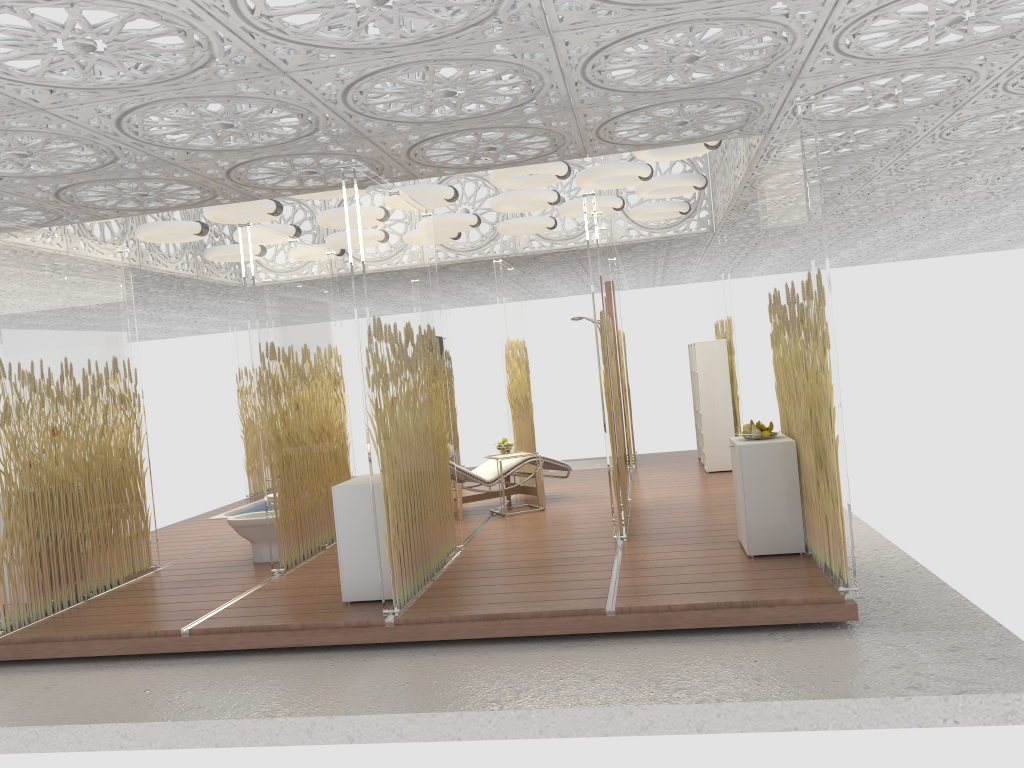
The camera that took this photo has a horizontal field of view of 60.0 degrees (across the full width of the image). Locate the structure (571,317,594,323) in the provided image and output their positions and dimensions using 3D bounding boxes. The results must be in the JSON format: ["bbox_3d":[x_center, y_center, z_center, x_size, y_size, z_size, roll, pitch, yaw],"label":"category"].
[{"bbox_3d":[1.180,-0.139,11.804,0.624,2.402,0.433,-5,1,-5],"label":"structure"}]

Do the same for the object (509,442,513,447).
[{"bbox_3d":[-0.015,0.584,8.474,0.055,0.048,0.054,-5,1,2],"label":"object"}]

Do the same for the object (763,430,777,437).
[{"bbox_3d":[1.736,0.311,5.990,0.035,0.092,0.194,-6,1,-22],"label":"object"}]

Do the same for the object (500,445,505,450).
[{"bbox_3d":[-0.090,0.600,8.416,0.047,0.045,0.047,-5,1,13],"label":"object"}]

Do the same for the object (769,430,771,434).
[{"bbox_3d":[1.707,0.314,5.977,0.030,0.090,0.195,-5,1,-7],"label":"object"}]

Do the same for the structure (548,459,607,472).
[{"bbox_3d":[0.976,1.104,11.944,0.879,0.039,1.053,-5,1,9],"label":"structure"}]

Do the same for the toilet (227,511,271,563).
[{"bbox_3d":[-1.999,1.180,7.206,0.611,0.506,0.401,-5,1,9],"label":"toilet"}]

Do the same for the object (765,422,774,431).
[{"bbox_3d":[1.727,0.286,5.987,0.051,0.079,0.186,-5,1,-13],"label":"object"}]

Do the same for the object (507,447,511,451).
[{"bbox_3d":[-0.028,0.614,8.435,0.045,0.042,0.045,-5,1,3],"label":"object"}]

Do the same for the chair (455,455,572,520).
[{"bbox_3d":[-0.292,0.837,8.759,1.787,0.811,0.635,-6,1,-31],"label":"chair"}]

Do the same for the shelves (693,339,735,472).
[{"bbox_3d":[2.301,0.236,10.041,0.344,1.460,0.366,-5,1,9],"label":"shelves"}]

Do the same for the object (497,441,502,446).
[{"bbox_3d":[-0.116,0.569,8.428,0.047,0.045,0.047,-5,1,9],"label":"object"}]

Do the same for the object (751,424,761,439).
[{"bbox_3d":[1.618,0.314,5.876,0.064,0.097,0.064,-5,1,0],"label":"object"}]

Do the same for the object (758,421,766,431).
[{"bbox_3d":[1.684,0.282,5.958,0.045,0.064,0.202,-5,1,12],"label":"object"}]

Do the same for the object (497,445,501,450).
[{"bbox_3d":[-0.116,0.604,8.488,0.058,0.058,0.058,-6,1,-24],"label":"object"}]

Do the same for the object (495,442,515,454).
[{"bbox_3d":[-0.067,0.619,8.471,0.206,0.105,0.206,-6,1,-36],"label":"object"}]

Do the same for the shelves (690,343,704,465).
[{"bbox_3d":[2.408,0.217,10.736,0.344,1.460,0.366,-5,1,9],"label":"shelves"}]

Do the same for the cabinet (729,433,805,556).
[{"bbox_3d":[1.696,0.721,5.934,0.358,0.712,0.595,-5,1,9],"label":"cabinet"}]

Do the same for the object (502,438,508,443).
[{"bbox_3d":[-0.068,0.540,8.463,0.055,0.056,0.055,-5,1,9],"label":"object"}]

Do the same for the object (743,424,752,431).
[{"bbox_3d":[1.613,0.306,6.046,0.077,0.067,0.078,-5,1,10],"label":"object"}]

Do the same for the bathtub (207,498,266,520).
[{"bbox_3d":[-2.938,1.573,10.737,0.700,0.582,1.700,-5,1,9],"label":"bathtub"}]

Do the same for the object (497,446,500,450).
[{"bbox_3d":[-0.122,0.606,8.446,0.040,0.040,0.039,-5,1,0],"label":"object"}]

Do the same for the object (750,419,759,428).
[{"bbox_3d":[1.633,0.272,5.982,0.035,0.084,0.200,-5,1,31],"label":"object"}]

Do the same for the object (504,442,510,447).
[{"bbox_3d":[-0.050,0.575,8.430,0.055,0.054,0.050,-6,1,-22],"label":"object"}]

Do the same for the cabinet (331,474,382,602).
[{"bbox_3d":[-0.855,0.962,5.711,0.358,0.712,0.595,-5,1,9],"label":"cabinet"}]

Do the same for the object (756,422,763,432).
[{"bbox_3d":[1.668,0.292,5.975,0.032,0.085,0.186,-5,1,20],"label":"object"}]

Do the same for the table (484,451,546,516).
[{"bbox_3d":[0.026,0.936,8.450,0.420,0.535,0.420,-6,1,-21],"label":"table"}]

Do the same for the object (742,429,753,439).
[{"bbox_3d":[1.574,0.333,5.935,0.066,0.065,0.091,-5,1,24],"label":"object"}]

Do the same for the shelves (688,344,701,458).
[{"bbox_3d":[2.515,0.198,11.431,0.344,1.460,0.366,-5,1,9],"label":"shelves"}]

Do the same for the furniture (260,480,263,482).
[{"bbox_3d":[-2.637,1.059,10.308,0.178,0.014,0.977,-5,1,9],"label":"furniture"}]

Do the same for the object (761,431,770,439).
[{"bbox_3d":[1.679,0.337,5.881,0.055,0.055,0.066,-6,1,-33],"label":"object"}]
